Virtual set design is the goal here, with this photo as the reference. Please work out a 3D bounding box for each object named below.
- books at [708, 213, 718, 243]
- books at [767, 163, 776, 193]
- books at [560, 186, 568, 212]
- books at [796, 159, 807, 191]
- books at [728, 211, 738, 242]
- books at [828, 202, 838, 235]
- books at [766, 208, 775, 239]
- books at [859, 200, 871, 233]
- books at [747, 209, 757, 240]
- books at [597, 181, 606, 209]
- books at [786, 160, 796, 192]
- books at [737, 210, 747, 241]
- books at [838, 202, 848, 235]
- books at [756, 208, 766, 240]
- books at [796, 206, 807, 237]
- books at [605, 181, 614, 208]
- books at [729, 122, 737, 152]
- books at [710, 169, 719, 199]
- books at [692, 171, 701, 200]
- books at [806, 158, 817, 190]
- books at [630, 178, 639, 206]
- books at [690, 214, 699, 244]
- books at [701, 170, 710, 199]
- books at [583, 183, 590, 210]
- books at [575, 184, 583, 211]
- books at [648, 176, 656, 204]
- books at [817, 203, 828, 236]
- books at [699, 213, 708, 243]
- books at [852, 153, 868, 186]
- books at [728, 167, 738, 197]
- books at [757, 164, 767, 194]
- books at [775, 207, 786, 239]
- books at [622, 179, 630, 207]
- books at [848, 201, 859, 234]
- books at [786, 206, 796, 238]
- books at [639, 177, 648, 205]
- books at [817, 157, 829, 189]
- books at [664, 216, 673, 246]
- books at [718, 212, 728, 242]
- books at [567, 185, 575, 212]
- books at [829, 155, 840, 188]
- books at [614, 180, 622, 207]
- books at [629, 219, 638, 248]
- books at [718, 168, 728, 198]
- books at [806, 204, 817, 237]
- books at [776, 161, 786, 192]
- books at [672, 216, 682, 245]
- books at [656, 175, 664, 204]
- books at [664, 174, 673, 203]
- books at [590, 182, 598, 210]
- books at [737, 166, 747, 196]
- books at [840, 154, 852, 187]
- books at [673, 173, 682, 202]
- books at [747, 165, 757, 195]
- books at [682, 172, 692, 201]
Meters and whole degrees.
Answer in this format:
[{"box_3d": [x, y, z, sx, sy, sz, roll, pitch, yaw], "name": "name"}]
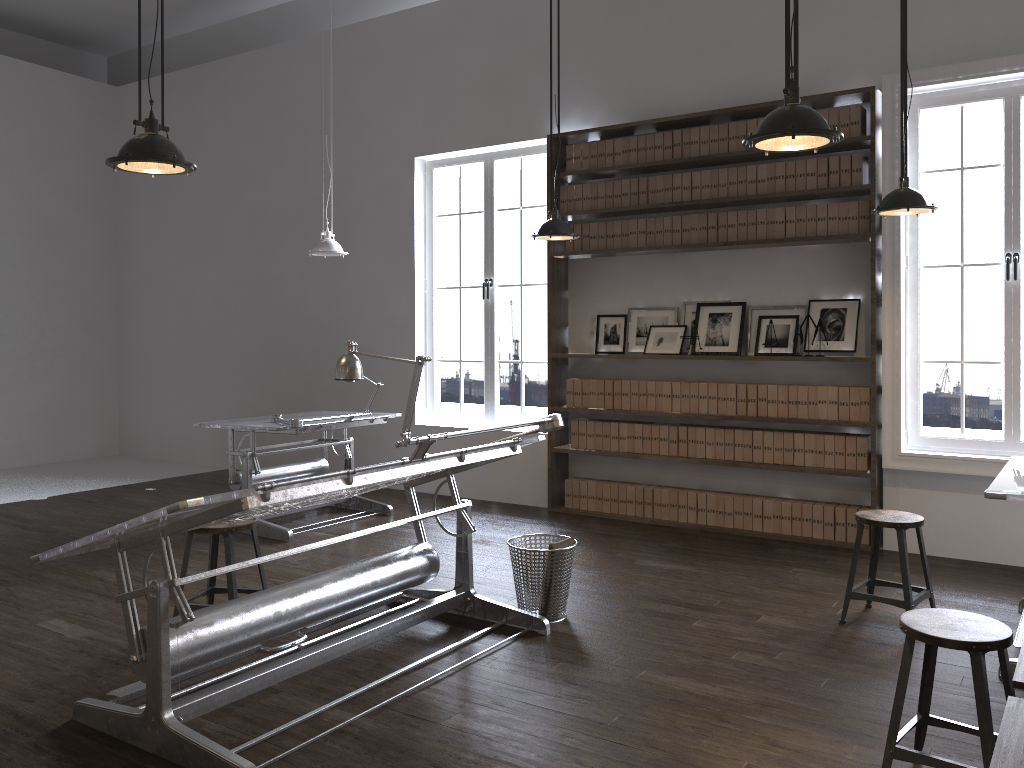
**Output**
[{"box_3d": [1.491, -1.125, 6.447, 0.067, 0.226, 0.174, 0, 1, 34], "name": "books"}, {"box_3d": [1.844, -1.425, 6.214, 0.067, 0.225, 0.174, 0, 1, 34], "name": "books"}, {"box_3d": [0.459, -1.472, 7.142, 0.067, 0.225, 0.174, 0, 1, 34], "name": "books"}, {"box_3d": [2.015, -1.419, 6.101, 0.067, 0.225, 0.174, 0, 1, 34], "name": "books"}, {"box_3d": [1.612, -1.121, 6.367, 0.067, 0.225, 0.174, 0, 1, 34], "name": "books"}, {"box_3d": [2.188, -1.101, 5.980, 0.067, 0.225, 0.174, 0, 1, 34], "name": "books"}, {"box_3d": [1.843, -1.113, 6.216, 0.067, 0.225, 0.174, 0, 1, 34], "name": "books"}, {"box_3d": [2.357, -1.095, 5.873, 0.067, 0.225, 0.174, 0, 1, 34], "name": "books"}, {"box_3d": [1.733, -1.117, 6.291, 0.067, 0.225, 0.174, 0, 1, 34], "name": "books"}, {"box_3d": [0.740, -1.462, 6.947, 0.067, 0.226, 0.174, 0, 1, 34], "name": "books"}, {"box_3d": [1.956, -1.421, 6.141, 0.067, 0.225, 0.174, 0, 1, 34], "name": "books"}, {"box_3d": [1.674, -1.119, 6.331, 0.067, 0.225, 0.174, 0, 1, 34], "name": "books"}, {"box_3d": [2.243, -1.099, 5.943, 0.067, 0.226, 0.174, 0, 1, 34], "name": "books"}, {"box_3d": [1.785, -1.115, 6.249, 0.067, 0.226, 0.174, 0, 1, 34], "name": "books"}, {"box_3d": [2.015, -1.107, 6.102, 0.067, 0.225, 0.174, 0, 1, 34], "name": "books"}, {"box_3d": [0.799, -1.461, 6.914, 0.067, 0.225, 0.174, 0, 1, 34], "name": "books"}, {"box_3d": [1.620, -1.751, 6.362, 0.067, 0.225, 0.174, 0, 1, 34], "name": "books"}, {"box_3d": [1.501, -1.436, 6.443, 0.067, 0.225, 0.174, 0, 1, 34], "name": "books"}, {"box_3d": [1.387, -1.440, 6.515, 0.067, 0.226, 0.174, 0, 1, 34], "name": "books"}, {"box_3d": [2.072, -1.417, 6.058, 0.067, 0.225, 0.174, 0, 1, 34], "name": "books"}, {"box_3d": [0.976, -1.454, 6.796, 0.067, 0.225, 0.174, 0, 1, 34], "name": "books"}, {"box_3d": [1.376, -1.129, 6.527, 0.067, 0.225, 0.174, 0, 1, 34], "name": "books"}, {"box_3d": [1.448, -1.438, 6.477, 0.067, 0.225, 0.174, 0, 1, 34], "name": "books"}, {"box_3d": [0.634, -1.466, 7.021, 0.067, 0.225, 0.174, 0, 1, 34], "name": "books"}, {"box_3d": [0.572, -1.468, 7.060, 0.067, 0.226, 0.174, 0, 1, 34], "name": "books"}, {"box_3d": [1.100, -1.450, 6.713, 0.067, 0.225, 0.174, 0, 1, 34], "name": "books"}, {"box_3d": [2.130, -1.103, 6.023, 0.067, 0.225, 0.174, 0, 1, 34], "name": "books"}, {"box_3d": [1.432, -1.127, 6.493, 0.067, 0.225, 0.174, 0, 1, 34], "name": "books"}, {"box_3d": [2.319, -1.408, 5.896, 0.067, 0.225, 0.174, 0, 1, 34], "name": "books"}, {"box_3d": [1.616, -1.433, 6.369, 0.067, 0.225, 0.174, 0, 1, 34], "name": "books"}, {"box_3d": [1.790, -1.426, 6.248, 0.067, 0.225, 0.174, 0, 1, 34], "name": "books"}, {"box_3d": [1.895, -1.111, 6.180, 0.067, 0.225, 0.174, 0, 1, 34], "name": "books"}, {"box_3d": [0.915, -1.456, 6.832, 0.067, 0.225, 0.174, 0, 1, 34], "name": "books"}, {"box_3d": [2.298, -1.097, 5.911, 0.067, 0.225, 0.174, 0, 1, 34], "name": "books"}, {"box_3d": [1.954, -1.109, 6.138, 0.067, 0.226, 0.174, 0, 1, 34], "name": "books"}, {"box_3d": [1.036, -1.452, 6.750, 0.067, 0.226, 0.174, 0, 1, 34], "name": "books"}, {"box_3d": [2.133, -1.415, 6.023, 0.067, 0.225, 0.174, 0, 1, 34], "name": "books"}, {"box_3d": [1.203, -1.135, 6.642, 0.067, 0.225, 0.174, 0, 1, 34], "name": "books"}, {"box_3d": [1.556, -1.123, 6.410, 0.067, 0.225, 0.174, 0, 1, 34], "name": "books"}, {"box_3d": [0.516, -1.470, 7.102, 0.067, 0.225, 0.174, 0, 1, 34], "name": "books"}, {"box_3d": [2.192, -1.413, 5.977, 0.067, 0.226, 0.174, 0, 1, 34], "name": "books"}, {"box_3d": [0.858, -1.459, 6.875, 0.067, 0.225, 0.174, 0, 1, 34], "name": "books"}, {"box_3d": [0.968, -1.143, 6.799, 0.067, 0.225, 0.174, 0, 1, 34], "name": "books"}, {"box_3d": [1.554, -1.434, 6.402, 0.067, 0.226, 0.174, 0, 1, 34], "name": "books"}, {"box_3d": [2.074, -1.105, 6.065, 0.067, 0.225, 0.174, 0, 1, 34], "name": "books"}, {"box_3d": [1.897, -1.423, 6.173, 0.067, 0.226, 0.174, 0, 1, 34], "name": "books"}, {"box_3d": [1.261, -1.133, 6.599, 0.067, 0.225, 0.174, 0, 1, 34], "name": "books"}, {"box_3d": [1.153, -1.448, 6.675, 0.067, 0.225, 0.174, 0, 1, 34], "name": "books"}, {"box_3d": [1.204, -1.446, 6.636, 0.067, 0.226, 0.174, 0, 1, 34], "name": "books"}, {"box_3d": [0.687, -1.464, 6.987, 0.067, 0.225, 0.174, 0, 1, 34], "name": "books"}, {"box_3d": [1.673, -1.431, 6.329, 0.067, 0.225, 0.174, 0, 1, 34], "name": "books"}, {"box_3d": [2.257, -1.411, 5.940, 0.067, 0.225, 0.174, 0, 1, 34], "name": "books"}, {"box_3d": [1.264, -1.444, 6.596, 0.067, 0.225, 0.174, 0, 1, 34], "name": "books"}, {"box_3d": [1.729, -1.428, 6.286, 0.067, 0.226, 0.174, 0, 1, 34], "name": "books"}, {"box_3d": [1.326, -1.442, 6.558, 0.067, 0.225, 0.174, 0, 1, 34], "name": "books"}]
